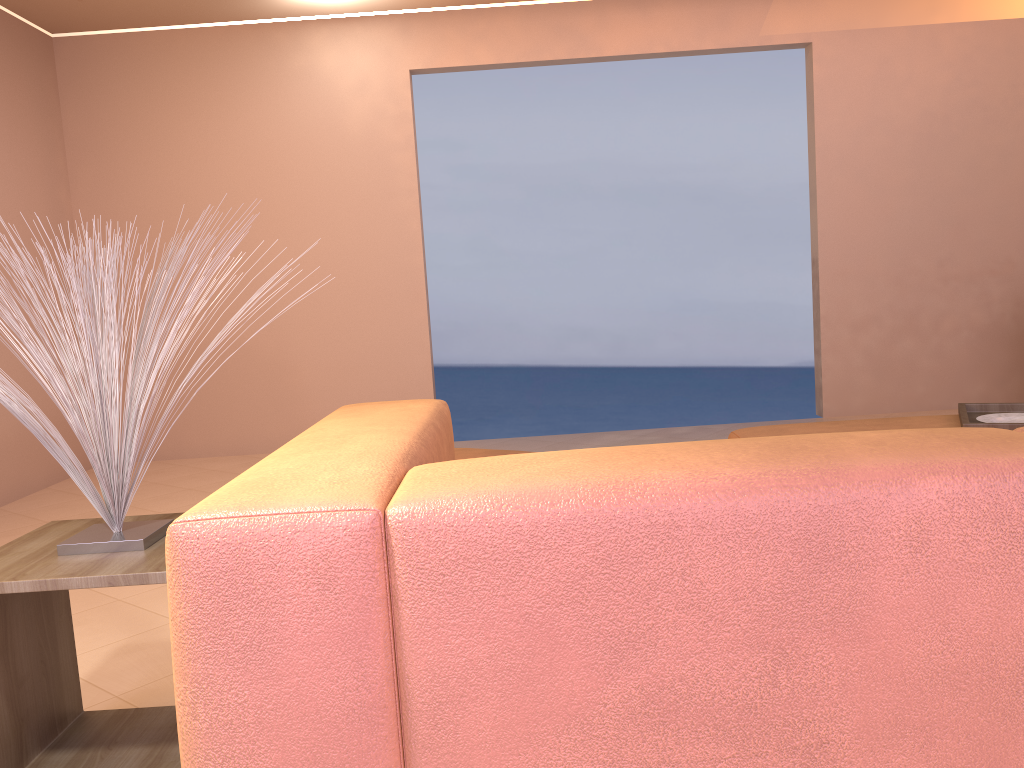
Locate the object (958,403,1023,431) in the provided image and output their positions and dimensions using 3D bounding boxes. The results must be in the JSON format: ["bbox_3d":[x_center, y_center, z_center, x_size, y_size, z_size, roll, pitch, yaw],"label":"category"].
[{"bbox_3d":[1.626,0.106,2.751,0.421,0.034,0.436,-1,7,25],"label":"object"}]

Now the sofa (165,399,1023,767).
[{"bbox_3d":[1.020,0.320,1.379,2.781,0.672,0.943,-4,6,0],"label":"sofa"}]

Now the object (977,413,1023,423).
[{"bbox_3d":[1.563,0.116,2.728,0.240,0.018,0.240,-8,7,-36],"label":"object"}]

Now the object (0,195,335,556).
[{"bbox_3d":[-0.747,-0.014,1.517,0.700,0.634,0.703,-9,8,-43],"label":"object"}]

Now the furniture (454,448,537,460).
[{"bbox_3d":[-0.174,0.407,3.735,0.699,0.226,0.659,0,7,30],"label":"furniture"}]

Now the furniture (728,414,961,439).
[{"bbox_3d":[1.388,0.278,2.840,1.291,0.301,0.685,-3,6,5],"label":"furniture"}]

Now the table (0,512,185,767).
[{"bbox_3d":[-0.711,0.507,1.658,0.469,0.436,0.415,-4,6,0],"label":"table"}]
